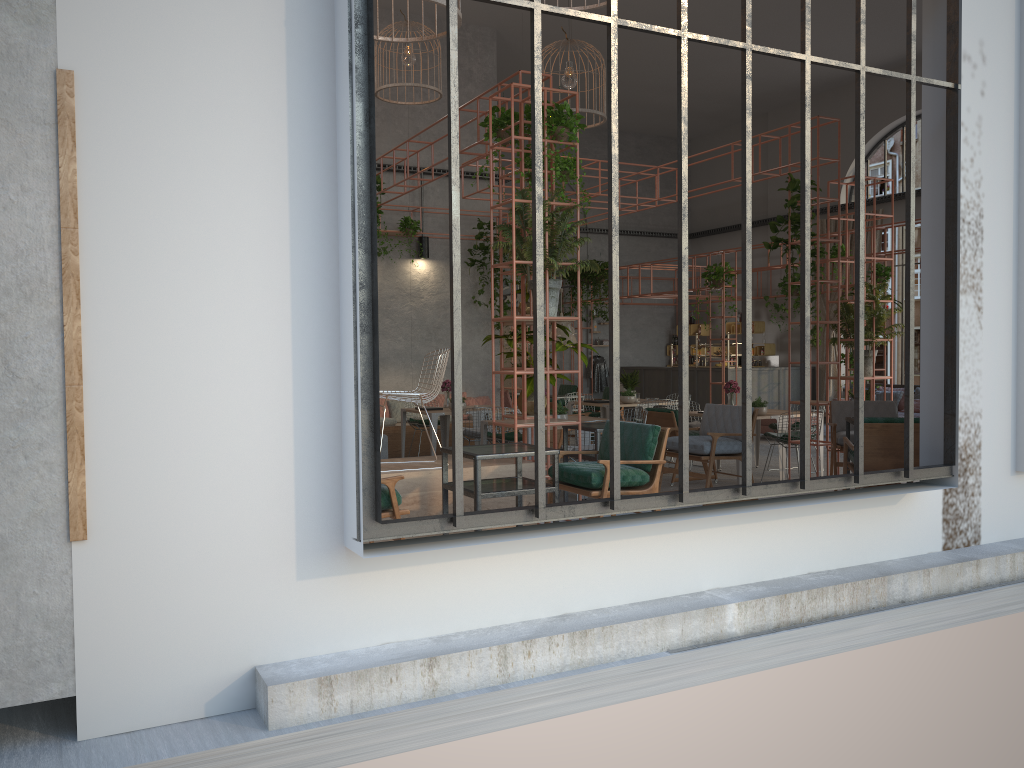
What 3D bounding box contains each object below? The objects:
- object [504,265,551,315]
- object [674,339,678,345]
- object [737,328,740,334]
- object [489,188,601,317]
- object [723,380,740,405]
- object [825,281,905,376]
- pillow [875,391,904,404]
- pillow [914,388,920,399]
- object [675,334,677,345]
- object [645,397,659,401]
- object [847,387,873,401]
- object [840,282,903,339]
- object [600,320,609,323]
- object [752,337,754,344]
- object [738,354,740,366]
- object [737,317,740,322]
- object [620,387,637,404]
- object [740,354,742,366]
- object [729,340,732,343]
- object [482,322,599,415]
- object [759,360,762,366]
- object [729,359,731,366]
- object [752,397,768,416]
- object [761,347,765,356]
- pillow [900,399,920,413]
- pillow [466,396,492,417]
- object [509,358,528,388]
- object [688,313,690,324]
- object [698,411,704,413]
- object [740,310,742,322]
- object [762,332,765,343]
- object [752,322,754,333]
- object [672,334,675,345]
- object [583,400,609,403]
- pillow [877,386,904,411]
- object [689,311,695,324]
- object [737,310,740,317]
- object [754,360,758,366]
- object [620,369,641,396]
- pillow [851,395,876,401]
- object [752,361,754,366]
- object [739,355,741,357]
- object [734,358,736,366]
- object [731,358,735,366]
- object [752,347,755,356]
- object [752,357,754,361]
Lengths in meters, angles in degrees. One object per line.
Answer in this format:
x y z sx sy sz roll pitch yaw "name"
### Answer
0.309 -1.658 15.210 0.934 0.947 0.903 0 2 24 "object"
4.328 -1.101 23.336 0.115 0.147 0.115 0 2 18 "object"
5.446 -1.272 21.178 0.123 0.142 0.141 -2 2 -27 "object"
0.269 -1.105 7.378 0.894 1.101 0.900 0 2 27 "object"
2.926 0.153 11.805 0.213 0.414 0.225 -2 3 -35 "object"
4.135 -0.642 10.397 0.894 1.100 0.900 -1 2 2 "object"
7.301 0.325 17.329 0.289 0.385 0.666 -2 2 -27 "pillow"
7.843 0.317 16.573 0.273 0.476 0.836 -2 2 -27 "pillow"
4.334 -1.177 23.458 0.066 0.291 0.066 -1 2 -21 "object"
2.248 0.242 14.204 0.218 0.041 0.218 -1 2 -19 "object"
5.603 0.296 14.176 0.438 0.527 0.368 -2 2 -27 "object"
5.691 -1.168 14.075 0.923 0.946 0.924 1 2 29 "object"
2.367 -1.614 22.696 0.263 0.101 0.013 -2 2 -27 "object"
5.625 -1.028 20.803 0.083 0.159 0.083 0 2 18 "object"
5.415 -0.583 21.207 0.066 0.291 0.066 -3 3 -43 "object"
5.393 -1.544 21.183 0.088 0.123 0.088 1 2 29 "object"
1.761 0.175 13.487 0.248 0.247 0.254 -2 2 -27 "object"
5.493 -0.580 21.253 0.065 0.280 0.065 0 2 16 "object"
5.320 -1.051 21.688 0.115 0.147 0.115 -1 2 -18 "object"
0.248 -0.186 7.855 0.934 0.923 0.903 1 2 29 "object"
5.835 -0.492 20.836 0.073 0.131 0.073 -2 3 -34 "object"
5.277 -0.553 21.465 0.073 0.219 0.105 -1 2 -21 "object"
3.044 0.277 11.020 0.247 0.247 0.252 -2 2 -27 "object"
5.820 -0.759 20.461 0.131 0.207 0.131 0 2 18 "object"
7.552 0.386 16.559 0.479 0.317 0.441 1 3 44 "pillow"
-0.616 0.411 15.392 0.666 0.385 0.289 -2 2 -32 "pillow"
0.196 -0.191 15.290 0.438 0.527 0.368 -2 2 -27 "object"
4.602 -1.696 23.113 0.134 0.301 0.134 -2 3 -38 "object"
2.620 0.375 11.383 0.268 0.031 0.427 -2 2 -27 "object"
5.532 -1.678 21.216 0.134 0.386 0.134 -2 3 -38 "object"
5.855 -1.080 20.623 0.075 0.273 0.075 -2 3 -38 "object"
5.674 -1.322 20.867 0.137 0.261 0.137 0 2 9 "object"
4.265 -1.175 23.422 0.066 0.291 0.066 1 2 33 "object"
1.336 0.273 13.851 0.268 0.031 0.427 -2 2 -27 "object"
7.441 0.289 17.384 0.276 0.474 0.839 -2 2 -27 "pillow"
4.657 -1.731 22.924 0.134 0.386 0.134 0 2 7 "object"
5.477 -1.642 21.404 0.134 0.301 0.134 -2 3 -38 "object"
5.710 -0.488 20.765 0.073 0.131 0.073 -2 3 -34 "object"
1.835 0.016 13.918 0.438 0.527 0.368 -2 2 -27 "object"
6.927 0.376 17.405 0.500 0.324 0.307 0 2 8 "pillow"
5.622 -0.477 20.810 0.115 0.107 0.115 1 2 29 "object"
5.521 -0.571 21.469 0.072 0.248 0.094 -2 2 -27 "object"
5.373 -0.563 21.278 0.082 0.246 0.082 0 2 6 "object"
5.331 -0.566 21.370 0.072 0.248 0.094 -2 2 -27 "object"
5.641 -0.758 20.716 0.069 0.191 0.069 -1 2 -10 "object"
5.651 -0.585 20.892 0.115 0.107 0.115 1 2 29 "object"
